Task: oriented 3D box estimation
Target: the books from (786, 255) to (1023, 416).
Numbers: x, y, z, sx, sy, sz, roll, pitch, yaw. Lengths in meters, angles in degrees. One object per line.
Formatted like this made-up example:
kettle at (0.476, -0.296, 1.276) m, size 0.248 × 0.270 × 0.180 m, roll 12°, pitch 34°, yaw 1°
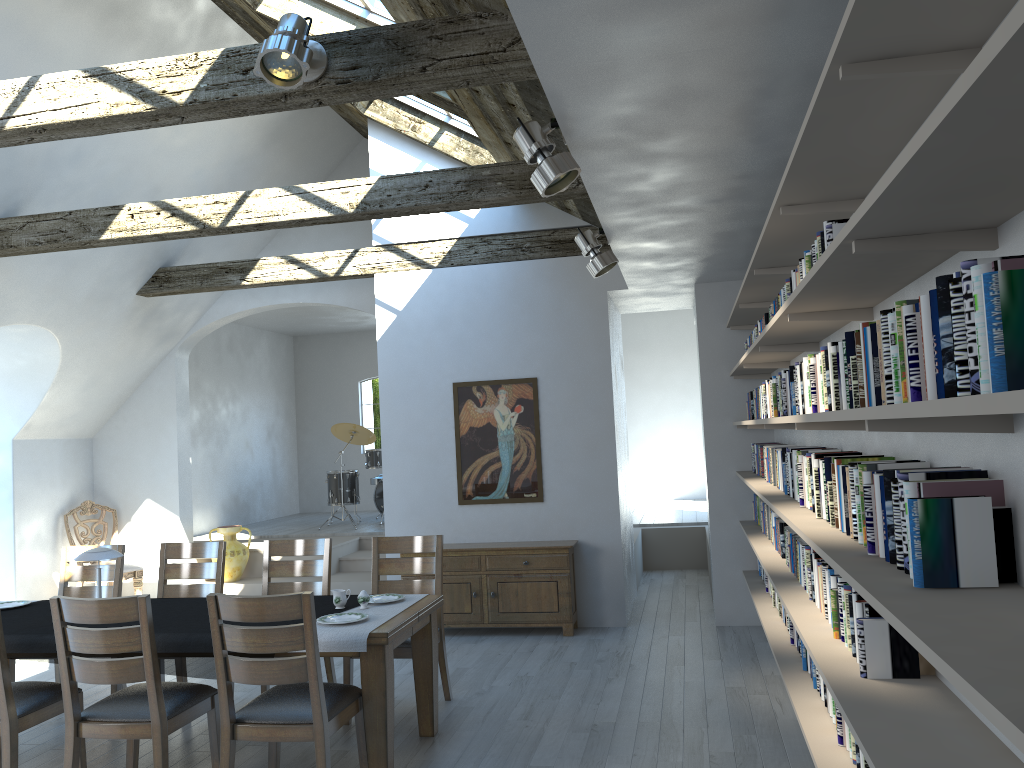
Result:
books at (1.133, -0.035, 2.783) m, size 0.242 × 0.237 × 2.981 m, roll -4°, pitch -3°, yaw 11°

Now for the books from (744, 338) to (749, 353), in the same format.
books at (1.897, -0.227, 6.782) m, size 0.214 × 0.220 × 0.490 m, roll -4°, pitch -3°, yaw 11°

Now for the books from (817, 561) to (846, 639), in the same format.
books at (1.294, 0.803, 3.338) m, size 0.242 × 0.237 × 0.494 m, roll -4°, pitch -3°, yaw 11°

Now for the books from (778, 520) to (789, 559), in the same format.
books at (1.612, 0.890, 4.980) m, size 0.189 × 0.224 × 0.345 m, roll -4°, pitch -3°, yaw 11°

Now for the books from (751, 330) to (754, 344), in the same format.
books at (1.766, -0.261, 6.138) m, size 0.189 × 0.228 × 0.249 m, roll -4°, pitch -3°, yaw 11°

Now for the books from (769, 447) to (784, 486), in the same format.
books at (1.650, 0.491, 5.303) m, size 0.189 × 0.220 × 0.156 m, roll -4°, pitch -3°, yaw 11°

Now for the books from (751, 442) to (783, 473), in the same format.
books at (1.935, 0.561, 6.729) m, size 0.214 × 0.220 × 0.490 m, roll -4°, pitch -3°, yaw 11°

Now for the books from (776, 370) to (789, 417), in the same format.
books at (1.471, 0.048, 4.491) m, size 0.242 × 0.237 × 0.494 m, roll -4°, pitch -3°, yaw 11°

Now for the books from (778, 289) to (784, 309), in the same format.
books at (1.404, -0.347, 4.305) m, size 0.189 × 0.228 × 0.249 m, roll -4°, pitch -3°, yaw 11°

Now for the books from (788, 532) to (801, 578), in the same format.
books at (1.512, 0.864, 4.463) m, size 0.209 × 0.220 × 0.278 m, roll -3°, pitch -3°, yaw 9°

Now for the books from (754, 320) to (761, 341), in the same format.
books at (1.696, -0.284, 5.769) m, size 0.214 × 0.237 × 0.490 m, roll -4°, pitch -3°, yaw 11°

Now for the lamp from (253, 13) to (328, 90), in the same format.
lamp at (-0.891, -1.339, 3.562) m, size 0.233 × 0.323 × 0.343 m, roll -4°, pitch -3°, yaw 11°

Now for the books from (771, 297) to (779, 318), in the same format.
books at (1.458, -0.333, 4.570) m, size 0.209 × 0.220 × 0.278 m, roll -3°, pitch -3°, yaw 9°

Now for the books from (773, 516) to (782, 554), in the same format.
books at (1.675, 0.904, 5.284) m, size 0.209 × 0.220 × 0.278 m, roll -3°, pitch -3°, yaw 9°

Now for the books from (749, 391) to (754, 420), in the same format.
books at (1.886, 0.159, 6.620) m, size 0.189 × 0.224 × 0.345 m, roll -4°, pitch -3°, yaw 11°

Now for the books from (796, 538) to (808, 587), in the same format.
books at (1.457, 0.850, 4.198) m, size 0.189 × 0.228 × 0.249 m, roll -4°, pitch -3°, yaw 11°

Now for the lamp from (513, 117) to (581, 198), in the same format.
lamp at (0.150, -0.963, 3.647) m, size 0.265 × 0.386 × 0.235 m, roll -5°, pitch -4°, yaw 33°

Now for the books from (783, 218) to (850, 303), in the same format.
books at (1.240, -0.394, 3.446) m, size 0.242 × 0.237 × 1.489 m, roll -4°, pitch -3°, yaw 11°

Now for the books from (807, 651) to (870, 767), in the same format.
books at (1.182, 1.143, 2.658) m, size 0.242 × 0.237 × 2.981 m, roll -4°, pitch -3°, yaw 11°

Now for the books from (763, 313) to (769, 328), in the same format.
books at (1.558, -0.306, 5.087) m, size 0.189 × 0.224 × 0.345 m, roll -4°, pitch -3°, yaw 11°

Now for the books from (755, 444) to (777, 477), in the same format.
books at (1.857, 0.542, 6.336) m, size 0.209 × 0.220 × 0.278 m, roll -3°, pitch -3°, yaw 9°

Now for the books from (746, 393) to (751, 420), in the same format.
books at (1.949, 0.173, 6.924) m, size 0.209 × 0.220 × 0.278 m, roll -3°, pitch -3°, yaw 9°

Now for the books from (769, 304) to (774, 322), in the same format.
books at (1.503, -0.322, 4.810) m, size 0.189 × 0.228 × 0.249 m, roll -4°, pitch -3°, yaw 11°

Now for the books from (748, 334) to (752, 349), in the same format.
books at (1.821, -0.247, 6.403) m, size 0.209 × 0.220 × 0.278 m, roll -3°, pitch -3°, yaw 9°

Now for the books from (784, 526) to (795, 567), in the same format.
books at (1.557, 0.874, 4.703) m, size 0.189 × 0.228 × 0.249 m, roll -4°, pitch -3°, yaw 11°

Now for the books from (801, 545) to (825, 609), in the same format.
books at (1.386, 0.827, 3.829) m, size 0.214 × 0.237 × 0.490 m, roll -4°, pitch -3°, yaw 11°

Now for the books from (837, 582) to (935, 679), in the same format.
books at (1.197, 0.779, 2.851) m, size 0.242 × 0.237 × 0.494 m, roll -4°, pitch -3°, yaw 11°

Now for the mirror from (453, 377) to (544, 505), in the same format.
mirror at (-0.123, 0.489, 7.522) m, size 0.736 × 1.047 × 0.009 m, roll -4°, pitch -3°, yaw 11°

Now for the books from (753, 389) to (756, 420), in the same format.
books at (1.831, 0.143, 6.343) m, size 0.189 × 0.228 × 0.249 m, roll -4°, pitch -3°, yaw 11°

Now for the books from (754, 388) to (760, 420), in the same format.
books at (1.786, 0.133, 6.103) m, size 0.209 × 0.220 × 0.278 m, roll -3°, pitch -3°, yaw 9°

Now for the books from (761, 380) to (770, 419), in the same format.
books at (1.661, 0.096, 5.470) m, size 0.214 × 0.237 × 0.490 m, roll -4°, pitch -3°, yaw 11°

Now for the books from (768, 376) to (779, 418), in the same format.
books at (1.568, 0.072, 4.978) m, size 0.242 × 0.237 × 0.494 m, roll -4°, pitch -3°, yaw 11°

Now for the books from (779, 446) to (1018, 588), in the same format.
books at (1.270, 0.385, 3.349) m, size 0.242 × 0.237 × 2.981 m, roll -4°, pitch -3°, yaw 11°

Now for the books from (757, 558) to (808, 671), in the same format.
books at (1.762, 1.286, 5.586) m, size 0.242 × 0.237 × 2.981 m, roll -4°, pitch -3°, yaw 11°

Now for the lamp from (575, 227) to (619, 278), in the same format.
lamp at (0.544, -0.866, 5.640) m, size 0.265 × 0.386 × 0.235 m, roll -5°, pitch -4°, yaw 33°

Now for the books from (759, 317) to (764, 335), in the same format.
books at (1.621, -0.293, 5.391) m, size 0.209 × 0.220 × 0.278 m, roll -3°, pitch -3°, yaw 9°

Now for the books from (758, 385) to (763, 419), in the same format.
books at (1.732, 0.118, 5.839) m, size 0.189 × 0.228 × 0.249 m, roll -4°, pitch -3°, yaw 11°
